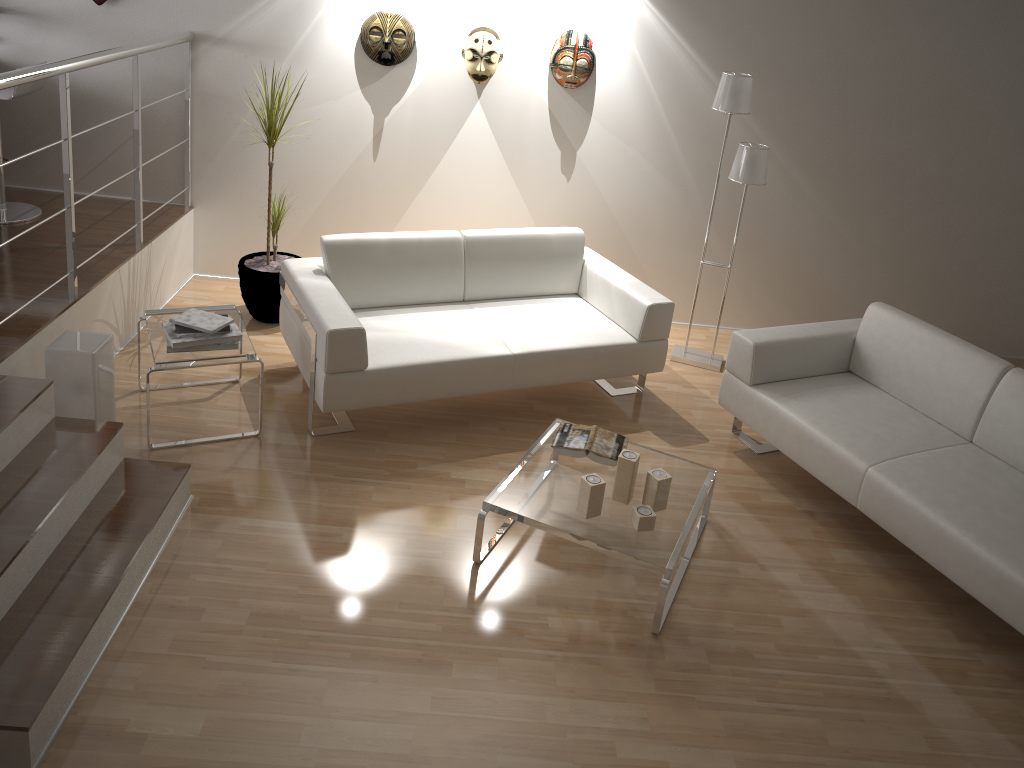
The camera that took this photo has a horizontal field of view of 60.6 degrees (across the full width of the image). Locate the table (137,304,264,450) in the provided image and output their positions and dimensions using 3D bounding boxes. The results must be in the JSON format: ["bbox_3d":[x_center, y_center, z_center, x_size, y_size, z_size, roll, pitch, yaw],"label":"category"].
[{"bbox_3d":[-1.402,-0.053,3.913,0.466,0.380,0.578,-5,26,-26],"label":"table"}]

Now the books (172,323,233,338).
[{"bbox_3d":[-1.328,-0.245,3.756,0.218,0.014,0.159,-9,30,-30],"label":"books"}]

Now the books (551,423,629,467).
[{"bbox_3d":[0.320,0.239,3.558,0.293,0.053,0.213,12,26,11],"label":"books"}]

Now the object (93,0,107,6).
[{"bbox_3d":[-2.300,-2.499,4.848,0.156,0.750,0.154,23,24,39],"label":"object"}]

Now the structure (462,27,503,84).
[{"bbox_3d":[-0.174,-1.891,5.060,0.243,0.313,0.136,6,20,-2],"label":"structure"}]

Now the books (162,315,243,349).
[{"bbox_3d":[-1.331,-0.227,3.762,0.290,0.026,0.237,-9,30,-30],"label":"books"}]

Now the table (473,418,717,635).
[{"bbox_3d":[0.347,0.494,3.374,0.710,0.237,0.827,16,27,19],"label":"table"}]

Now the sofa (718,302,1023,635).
[{"bbox_3d":[1.786,0.285,3.623,0.910,0.702,1.872,-5,27,-25],"label":"sofa"}]

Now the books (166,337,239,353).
[{"bbox_3d":[-1.334,-0.203,3.770,0.288,0.026,0.239,-4,28,-21],"label":"books"}]

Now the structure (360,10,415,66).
[{"bbox_3d":[-0.720,-1.990,5.047,0.316,0.301,0.073,6,19,-3],"label":"structure"}]

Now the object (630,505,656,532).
[{"bbox_3d":[0.465,0.470,3.097,0.067,0.070,0.071,0,23,-17],"label":"object"}]

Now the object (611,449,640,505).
[{"bbox_3d":[0.421,0.336,3.230,0.068,0.187,0.069,15,21,20],"label":"object"}]

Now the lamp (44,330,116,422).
[{"bbox_3d":[-1.735,0.045,3.539,0.199,0.457,0.202,6,20,-3],"label":"lamp"}]

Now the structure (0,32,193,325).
[{"bbox_3d":[-1.916,-1.034,4.119,0.057,0.996,2.453,6,25,-4],"label":"structure"}]

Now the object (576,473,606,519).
[{"bbox_3d":[0.283,0.394,3.125,0.067,0.143,0.070,-5,23,-31],"label":"object"}]

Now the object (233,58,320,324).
[{"bbox_3d":[-1.336,-1.042,4.810,0.442,1.401,0.525,10,20,9],"label":"object"}]

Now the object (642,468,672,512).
[{"bbox_3d":[0.532,0.383,3.209,0.067,0.144,0.070,-6,23,-31],"label":"object"}]

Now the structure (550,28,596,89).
[{"bbox_3d":[0.357,-1.892,5.100,0.264,0.337,0.079,6,19,-3],"label":"structure"}]

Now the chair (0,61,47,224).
[{"bbox_3d":[-2.764,-1.321,4.729,0.425,0.806,0.407,4,20,-7],"label":"chair"}]

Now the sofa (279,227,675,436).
[{"bbox_3d":[-0.184,-0.333,4.421,1.790,0.703,0.951,-6,26,-26],"label":"sofa"}]

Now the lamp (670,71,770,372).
[{"bbox_3d":[1.182,-0.884,4.889,0.368,1.588,0.217,13,20,16],"label":"lamp"}]

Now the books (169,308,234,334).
[{"bbox_3d":[-1.325,-0.271,3.747,0.218,0.014,0.158,14,27,15],"label":"books"}]
